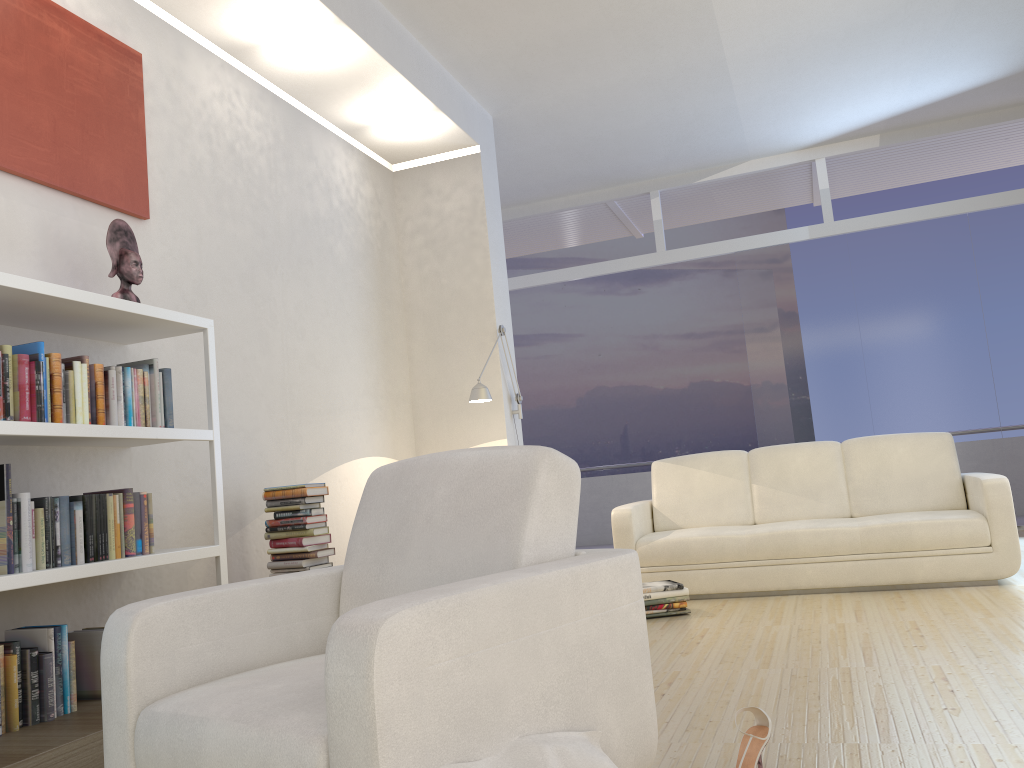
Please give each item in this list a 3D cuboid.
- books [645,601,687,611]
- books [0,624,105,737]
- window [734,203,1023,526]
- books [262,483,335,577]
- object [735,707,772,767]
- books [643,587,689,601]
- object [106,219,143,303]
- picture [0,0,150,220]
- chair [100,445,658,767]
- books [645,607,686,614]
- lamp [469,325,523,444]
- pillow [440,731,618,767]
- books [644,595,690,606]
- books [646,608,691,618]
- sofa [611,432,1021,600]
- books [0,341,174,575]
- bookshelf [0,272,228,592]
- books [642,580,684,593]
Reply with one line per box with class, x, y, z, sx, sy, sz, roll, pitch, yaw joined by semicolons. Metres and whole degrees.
books;0.781;1.182;4.763;0.287;0.025;0.247;-6;-7;3
books;-1.442;0.944;3.049;0.274;0.281;1.125;-9;-7;26
window;3.627;-0.091;7.736;2.988;2.706;0.012;-8;-7;19
books;-1.016;0.840;4.321;0.329;0.694;0.270;-8;-7;19
object;0.563;0.879;2.132;0.089;0.149;0.265;-9;-8;31
books;0.757;1.124;4.771;0.319;0.038;0.247;-4;-7;-10
object;-1.553;-0.465;3.559;0.133;0.409;0.138;-2;-7;-24
picture;-2.231;-1.266;2.566;0.030;0.794;3.227;-8;-7;19
chair;-0.282;0.571;2.040;0.919;0.828;0.941;-11;-8;39
books;0.758;1.205;4.761;0.287;0.018;0.247;-4;-7;-8
lamp;-0.095;0.488;5.975;0.204;1.841;0.891;-7;-7;14
pillow;0.086;0.779;1.511;0.615;0.315;0.312;1;-9;-44
books;0.760;1.157;4.767;0.328;0.027;0.247;-5;-7;-6
books;0.766;1.223;4.760;0.328;0.018;0.247;-5;-7;-6
sofa;1.767;0.789;5.424;2.166;0.862;0.941;-8;-7;19
books;-1.534;0.252;3.108;0.215;0.743;0.831;-8;-7;19
bookshelf;-1.664;0.388;2.949;0.465;1.396;1.599;-8;-7;19
books;0.748;1.094;4.774;0.287;0.025;0.247;-4;-7;-8
